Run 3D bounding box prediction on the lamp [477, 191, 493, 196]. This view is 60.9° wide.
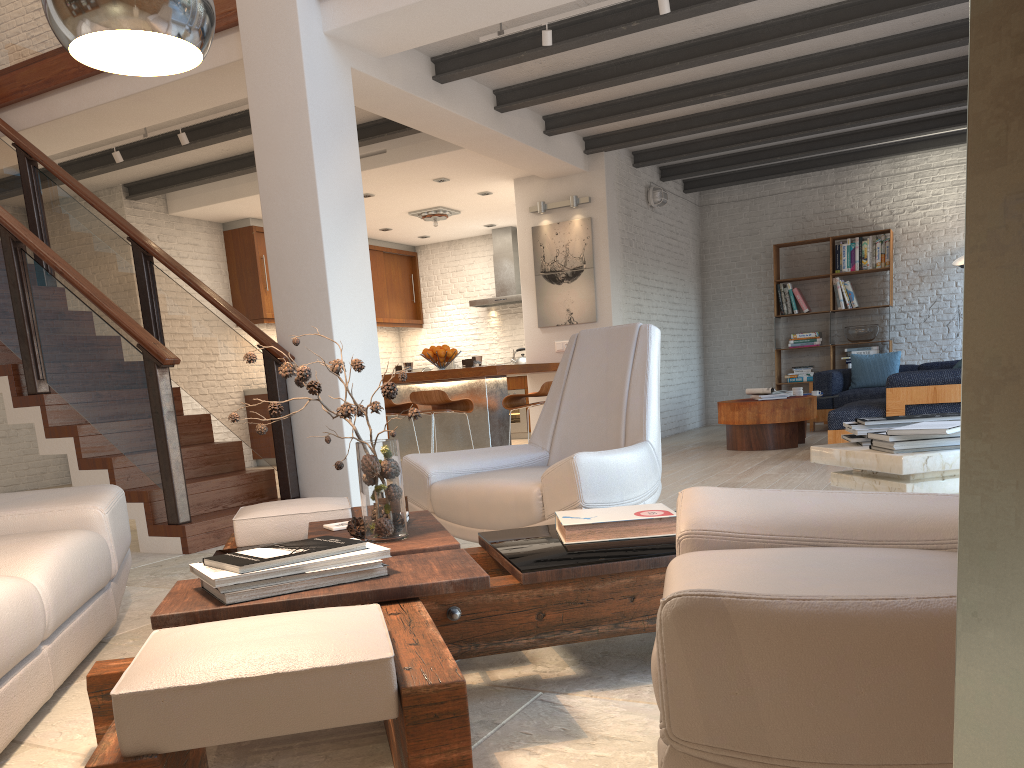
[{"bbox_3d":[-0.294,-2.088,9.472,0.124,0.056,0.121,-3,2,28],"label":"lamp"}]

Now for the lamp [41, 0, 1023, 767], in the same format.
[{"bbox_3d":[-0.353,-0.351,1.048,0.316,2.401,2.005,-9,8,-26],"label":"lamp"}]

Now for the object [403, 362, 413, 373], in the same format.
[{"bbox_3d":[-0.899,-0.143,7.573,0.091,0.086,0.089,-2,6,25],"label":"object"}]

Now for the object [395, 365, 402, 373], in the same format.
[{"bbox_3d":[-0.958,-0.126,7.710,0.115,0.084,0.092,-2,5,28],"label":"object"}]

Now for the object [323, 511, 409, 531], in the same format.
[{"bbox_3d":[-0.457,0.425,2.755,0.271,0.035,0.244,-4,0,0],"label":"object"}]

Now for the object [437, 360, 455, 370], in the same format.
[{"bbox_3d":[-0.967,-0.293,12.753,0.322,0.384,0.065,-1,10,27],"label":"object"}]

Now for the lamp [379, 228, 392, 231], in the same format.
[{"bbox_3d":[-1.618,-1.995,11.162,0.124,0.056,0.121,-3,2,28],"label":"lamp"}]

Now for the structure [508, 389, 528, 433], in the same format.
[{"bbox_3d":[-0.005,0.375,12.083,0.670,0.590,0.489,-2,7,28],"label":"structure"}]

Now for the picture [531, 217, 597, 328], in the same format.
[{"bbox_3d":[0.529,-1.116,8.853,0.655,1.039,0.019,0,11,27],"label":"picture"}]

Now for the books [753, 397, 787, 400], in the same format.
[{"bbox_3d":[2.399,0.132,8.115,0.253,0.011,0.312,-4,0,7],"label":"books"}]

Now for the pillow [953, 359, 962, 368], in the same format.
[{"bbox_3d":[3.514,-0.061,6.516,0.562,0.336,0.370,-5,5,-12],"label":"pillow"}]

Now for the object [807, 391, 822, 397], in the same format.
[{"bbox_3d":[3.008,0.100,8.669,0.155,0.058,0.265,-4,1,21],"label":"object"}]

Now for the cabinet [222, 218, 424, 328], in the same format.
[{"bbox_3d":[-2.314,-1.341,11.459,0.461,1.186,3.276,1,4,28],"label":"cabinet"}]

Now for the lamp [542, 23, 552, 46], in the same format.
[{"bbox_3d":[0.209,-2.074,5.200,0.059,0.132,0.084,-5,7,-2],"label":"lamp"}]

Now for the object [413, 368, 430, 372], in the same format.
[{"bbox_3d":[-1.418,-0.151,12.965,0.345,0.163,0.245,-3,4,28],"label":"object"}]

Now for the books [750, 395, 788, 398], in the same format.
[{"bbox_3d":[2.389,0.111,8.113,0.252,0.011,0.313,-4,0,-3],"label":"books"}]

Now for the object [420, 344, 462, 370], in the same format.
[{"bbox_3d":[-0.609,-0.222,7.510,0.365,0.227,0.357,-5,3,-7],"label":"object"}]

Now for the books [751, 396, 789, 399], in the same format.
[{"bbox_3d":[2.404,0.121,8.128,0.252,0.011,0.313,-4,0,-3],"label":"books"}]

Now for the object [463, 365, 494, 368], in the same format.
[{"bbox_3d":[-0.267,-0.152,7.297,0.396,0.035,0.194,-4,1,32],"label":"object"}]

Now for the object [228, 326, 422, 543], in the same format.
[{"bbox_3d":[-0.506,0.141,2.401,0.542,0.621,0.309,-4,8,-1],"label":"object"}]

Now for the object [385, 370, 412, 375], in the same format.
[{"bbox_3d":[-0.946,-0.103,7.647,0.287,0.035,0.201,-4,1,28],"label":"object"}]

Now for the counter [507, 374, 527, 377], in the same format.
[{"bbox_3d":[-0.861,-0.068,10.999,3.528,0.071,3.268,-4,0,28],"label":"counter"}]

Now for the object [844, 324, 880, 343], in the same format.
[{"bbox_3d":[4.233,-0.603,10.562,0.398,0.206,0.398,-5,3,-20],"label":"object"}]

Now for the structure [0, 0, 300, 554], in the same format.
[{"bbox_3d":[-1.550,-1.206,5.943,10.171,4.225,13.585,-3,1,28],"label":"structure"}]

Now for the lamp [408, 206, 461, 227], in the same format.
[{"bbox_3d":[-0.907,-1.946,10.303,0.451,0.174,0.441,-3,2,28],"label":"lamp"}]

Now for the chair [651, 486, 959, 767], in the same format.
[{"bbox_3d":[0.729,0.248,1.401,0.985,1.021,1.003,-3,6,12],"label":"chair"}]

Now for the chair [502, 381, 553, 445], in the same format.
[{"bbox_3d":[0.216,0.374,7.242,0.422,0.792,0.394,0,9,28],"label":"chair"}]

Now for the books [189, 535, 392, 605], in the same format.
[{"bbox_3d":[-0.496,0.411,1.971,0.397,0.076,0.248,-5,1,-29],"label":"books"}]

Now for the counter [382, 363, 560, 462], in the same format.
[{"bbox_3d":[-0.250,0.329,8.205,1.688,0.938,2.447,-3,2,28],"label":"counter"}]

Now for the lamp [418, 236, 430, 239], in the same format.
[{"bbox_3d":[-1.207,-2.030,11.931,0.124,0.056,0.121,-3,2,28],"label":"lamp"}]

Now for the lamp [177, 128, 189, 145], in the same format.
[{"bbox_3d":[-2.503,-1.876,6.638,0.061,0.132,0.084,1,9,30],"label":"lamp"}]

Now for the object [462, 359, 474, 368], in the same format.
[{"bbox_3d":[-0.363,-0.170,7.389,0.093,0.084,0.113,-6,4,-17],"label":"object"}]

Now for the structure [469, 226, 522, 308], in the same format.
[{"bbox_3d":[-0.080,-1.600,11.840,0.986,1.015,0.446,-1,9,28],"label":"structure"}]

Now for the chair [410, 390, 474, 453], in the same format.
[{"bbox_3d":[-0.569,0.435,7.061,0.405,0.792,0.411,0,9,28],"label":"chair"}]

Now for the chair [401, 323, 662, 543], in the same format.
[{"bbox_3d":[0.199,0.277,3.645,1.023,1.039,0.955,1,8,44],"label":"chair"}]

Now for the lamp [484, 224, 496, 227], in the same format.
[{"bbox_3d":[-0.291,-2.097,11.446,0.124,0.056,0.121,-3,2,28],"label":"lamp"}]

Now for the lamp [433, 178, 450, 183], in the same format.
[{"bbox_3d":[-0.706,-2.053,8.701,0.124,0.056,0.121,-3,2,28],"label":"lamp"}]

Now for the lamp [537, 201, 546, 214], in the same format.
[{"bbox_3d":[0.297,-1.774,8.765,0.079,0.106,0.079,-9,8,-34],"label":"lamp"}]

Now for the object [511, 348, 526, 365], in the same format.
[{"bbox_3d":[0.149,-0.351,11.814,0.258,0.281,0.261,-9,8,-40],"label":"object"}]

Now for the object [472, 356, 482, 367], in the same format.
[{"bbox_3d":[-0.289,-0.188,7.263,0.091,0.086,0.089,1,7,43],"label":"object"}]

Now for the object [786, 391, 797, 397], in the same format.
[{"bbox_3d":[2.642,0.094,8.314,0.147,0.057,0.171,-4,1,17],"label":"object"}]

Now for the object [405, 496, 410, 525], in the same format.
[{"bbox_3d":[-0.370,0.395,2.675,0.094,0.084,0.112,-4,4,0],"label":"object"}]

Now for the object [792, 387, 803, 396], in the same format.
[{"bbox_3d":[2.803,0.089,8.565,0.107,0.110,0.106,1,8,44],"label":"object"}]

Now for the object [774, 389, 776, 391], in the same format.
[{"bbox_3d":[2.844,0.092,9.154,0.191,0.093,0.185,-6,3,-37],"label":"object"}]

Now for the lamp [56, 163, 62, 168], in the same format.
[{"bbox_3d":[-3.800,-1.781,7.322,0.059,0.132,0.084,-5,7,-2],"label":"lamp"}]

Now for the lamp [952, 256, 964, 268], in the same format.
[{"bbox_3d":[5.224,-0.554,9.643,0.506,1.887,0.845,-4,9,0],"label":"lamp"}]

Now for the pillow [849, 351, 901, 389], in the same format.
[{"bbox_3d":[4.070,-0.154,9.767,0.556,0.418,0.218,-2,8,27],"label":"pillow"}]

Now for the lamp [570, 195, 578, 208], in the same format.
[{"bbox_3d":[0.611,-1.797,8.598,0.079,0.106,0.079,-9,8,-34],"label":"lamp"}]

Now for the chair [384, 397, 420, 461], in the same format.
[{"bbox_3d":[-1.045,0.469,7.313,0.405,0.792,0.411,0,9,28],"label":"chair"}]

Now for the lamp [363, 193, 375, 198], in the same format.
[{"bbox_3d":[-1.527,-1.993,9.136,0.124,0.056,0.121,-3,2,28],"label":"lamp"}]

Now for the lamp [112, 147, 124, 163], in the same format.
[{"bbox_3d":[-3.161,-1.828,6.986,0.061,0.132,0.084,1,9,30],"label":"lamp"}]

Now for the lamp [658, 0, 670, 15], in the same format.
[{"bbox_3d":[0.848,-2.121,4.865,0.061,0.132,0.084,1,9,30],"label":"lamp"}]

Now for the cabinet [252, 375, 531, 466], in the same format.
[{"bbox_3d":[-0.974,-0.597,11.345,4.771,2.900,2.221,-5,7,-7],"label":"cabinet"}]
